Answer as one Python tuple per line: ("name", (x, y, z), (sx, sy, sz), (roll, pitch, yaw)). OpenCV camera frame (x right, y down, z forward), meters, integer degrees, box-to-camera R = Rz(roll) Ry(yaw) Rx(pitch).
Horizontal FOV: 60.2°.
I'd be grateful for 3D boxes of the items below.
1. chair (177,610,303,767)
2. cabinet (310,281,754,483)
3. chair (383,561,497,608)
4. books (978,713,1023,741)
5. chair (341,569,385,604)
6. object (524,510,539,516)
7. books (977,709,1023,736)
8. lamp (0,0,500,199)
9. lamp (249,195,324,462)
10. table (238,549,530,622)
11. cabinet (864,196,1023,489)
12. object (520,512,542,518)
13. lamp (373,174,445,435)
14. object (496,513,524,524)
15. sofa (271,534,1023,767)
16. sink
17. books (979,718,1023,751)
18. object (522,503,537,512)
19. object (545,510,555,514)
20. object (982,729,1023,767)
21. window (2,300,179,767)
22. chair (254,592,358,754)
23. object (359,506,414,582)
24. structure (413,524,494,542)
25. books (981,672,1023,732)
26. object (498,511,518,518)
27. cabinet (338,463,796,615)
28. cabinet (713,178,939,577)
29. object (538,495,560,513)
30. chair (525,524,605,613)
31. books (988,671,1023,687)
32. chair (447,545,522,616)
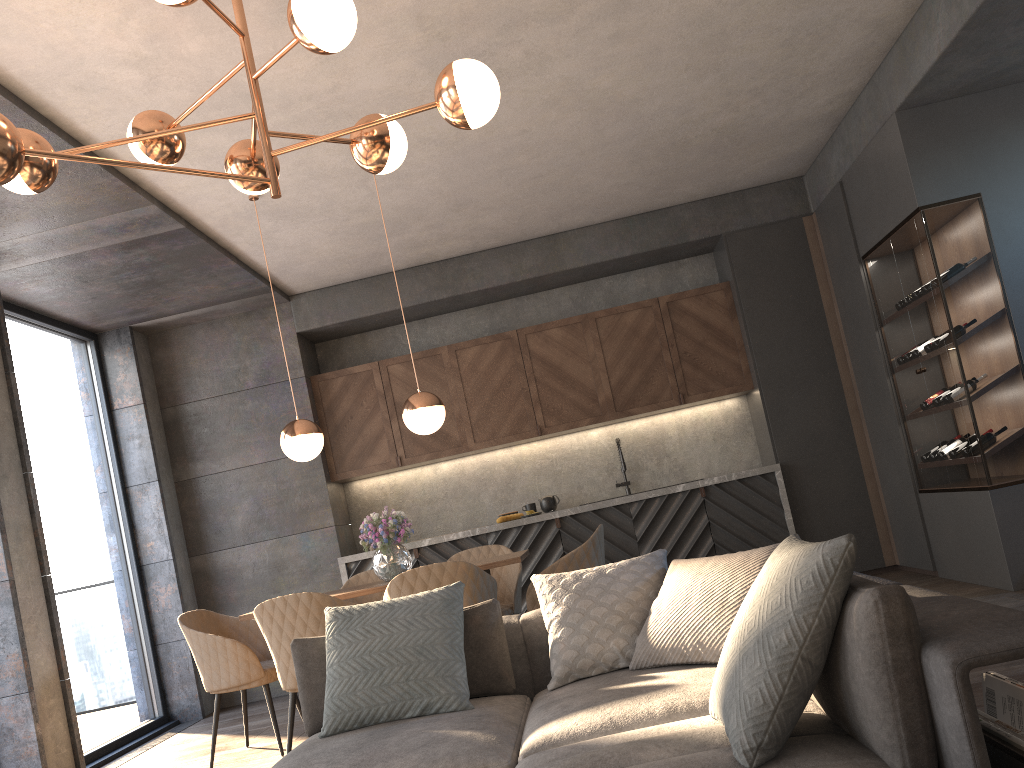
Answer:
("chair", (-1.467, 1.613, 4.854), (0.511, 0.831, 0.558), (-13, -5, 7))
("cabinet", (0.138, 0.013, 7.106), (3.396, 0.860, 0.371), (-13, -4, 4))
("chair", (-0.290, 1.261, 4.212), (0.555, 0.831, 0.514), (-12, -5, -3))
("books", (1.018, 0.846, 1.821), (0.068, 0.352, 0.572), (-12, -7, 2))
("chair", (-0.786, 1.551, 5.395), (0.555, 0.831, 0.514), (-12, -5, -3))
("object", (0.148, 1.003, 6.863), (0.120, 0.045, 0.117), (-13, -8, 8))
("books", (1.036, 0.843, 1.819), (0.079, 0.350, 0.572), (-12, -7, 2))
("lamp", (-0.923, -1.001, 2.754), (1.456, 1.031, 1.028), (-9, -7, -21))
("lamp", (-1.306, -0.316, 4.964), (0.240, 1.534, 0.240), (-13, -4, 9))
("table", (-0.565, 1.444, 4.794), (1.468, 0.764, 0.774), (-13, -6, 3))
("cabinet", (2.663, -0.176, 5.397), (0.337, 1.574, 1.005), (-12, -5, 3))
("object", (0.151, 1.021, 6.862), (0.172, 0.020, 0.170), (-17, -10, 28))
("lamp", (-0.624, -0.470, 4.921), (0.238, 1.534, 0.242), (-11, -4, -21))
("object", (-0.007, 1.047, 6.900), (0.300, 0.054, 0.072), (-3, -11, -45))
("sofa", (0.122, 0.867, 2.087), (2.025, 0.778, 2.935), (-12, -8, 2))
("sink", (0.959, 0.667, 6.936), (0.963, 0.543, 0.464), (-13, -6, 3))
("books", (1.003, 0.849, 1.825), (0.062, 0.352, 0.572), (-12, -7, 2))
("object", (0.147, 1.005, 7.032), (0.091, 0.103, 0.111), (-16, -8, 35))
("object", (0.100, 1.038, 6.906), (0.489, 0.040, 0.287), (-12, -9, -2))
("object", (1.062, 0.834, 1.743), (0.216, 0.349, 0.672), (-12, -8, 3))
("window", (-3.135, 0.576, 3.016), (0.199, 2.975, 7.324), (-12, -8, 2))
("chair", (-0.887, 1.394, 4.246), (0.557, 0.831, 0.512), (-13, -5, 12))
("object", (-0.675, 0.875, 4.859), (0.296, 0.406, 0.333), (-9, -6, -27))
("structure", (-0.463, 1.188, 6.991), (0.611, 0.017, 0.508), (-13, -9, 3))
("books", (1.115, 0.824, 1.813), (0.064, 0.352, 0.572), (-12, -7, 2))
("object", (-0.027, 1.061, 7.048), (0.156, 0.067, 0.118), (-10, -8, -12))
("cabinet", (0.444, 1.460, 6.896), (3.395, 0.944, 0.604), (-13, -5, 3))
("cabinet", (2.466, 0.043, 6.511), (1.188, 2.737, 1.210), (-12, -4, 3))
("object", (0.293, 0.954, 7.021), (0.135, 0.136, 0.155), (-9, -7, -24))
("chair", (0.322, 1.208, 4.713), (0.511, 0.831, 0.558), (-13, -5, 7))
("books", (1.127, 0.820, 1.805), (0.064, 0.352, 0.572), (-12, -7, 2))
("chair", (-0.153, 1.406, 5.334), (0.555, 0.831, 0.513), (-12, -5, 2))
